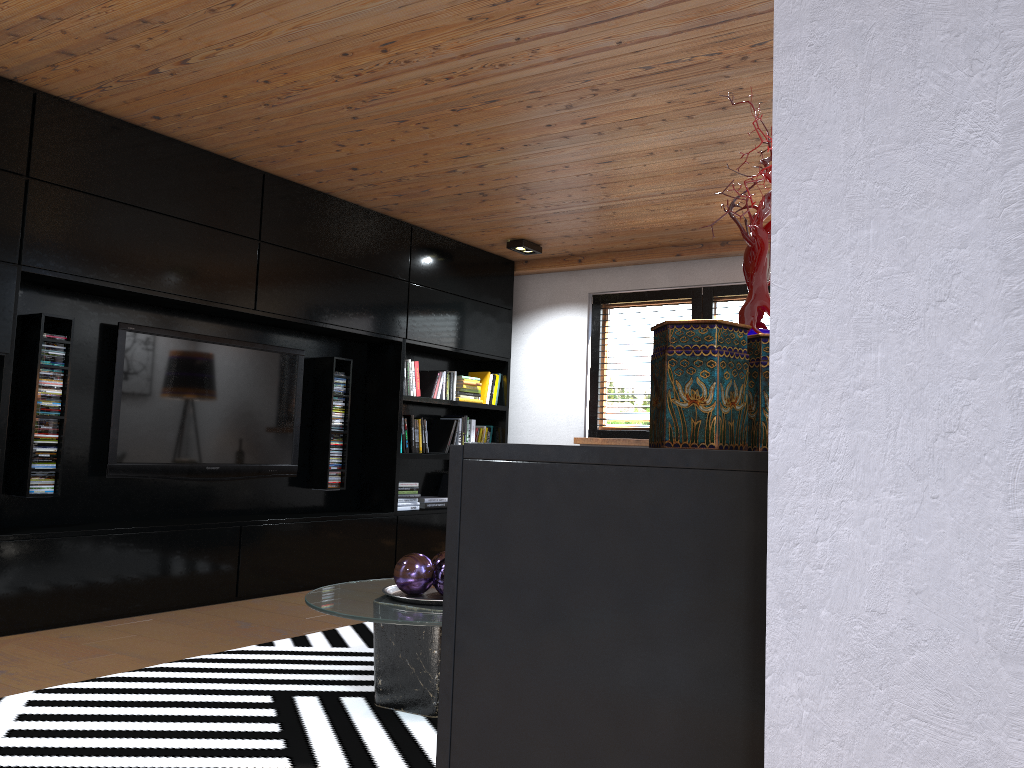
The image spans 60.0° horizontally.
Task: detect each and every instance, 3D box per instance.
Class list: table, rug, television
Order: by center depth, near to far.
[{"bbox_3d":[-0.079,0.914,3.294,0.886,0.372,1.539,-1,-5,34],"label":"table"},{"bbox_3d":[-0.443,1.095,3.295,1.643,0.020,2.929,-1,-5,33],"label":"rug"},{"bbox_3d":[-1.680,0.141,5.000,0.050,0.814,1.265,-1,-6,34],"label":"television"}]

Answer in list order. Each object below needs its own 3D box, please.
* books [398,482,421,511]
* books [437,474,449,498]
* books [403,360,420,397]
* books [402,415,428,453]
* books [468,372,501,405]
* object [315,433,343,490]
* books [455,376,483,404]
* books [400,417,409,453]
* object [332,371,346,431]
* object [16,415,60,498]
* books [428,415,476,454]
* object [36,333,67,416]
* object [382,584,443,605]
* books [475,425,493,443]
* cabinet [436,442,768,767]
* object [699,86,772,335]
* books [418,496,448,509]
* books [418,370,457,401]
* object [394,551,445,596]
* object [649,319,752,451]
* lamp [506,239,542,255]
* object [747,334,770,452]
[{"bbox_3d":[-0.815,0.781,6.194,0.256,0.188,0.306,-2,-6,40],"label":"books"},{"bbox_3d":[-0.433,0.805,6.806,0.205,0.256,0.247,-1,-6,32],"label":"books"},{"bbox_3d":[-0.789,-0.049,6.179,0.205,0.270,0.243,-1,-6,33],"label":"books"},{"bbox_3d":[-0.725,0.360,6.352,0.207,0.270,0.239,-1,-6,33],"label":"books"},{"bbox_3d":[-0.227,0.040,7.037,0.210,0.261,0.212,-1,-6,33],"label":"books"},{"bbox_3d":[-1.187,0.489,5.706,0.124,0.379,0.126,-1,-6,33],"label":"object"},{"bbox_3d":[-0.392,0.047,6.828,0.257,0.197,0.299,-1,-6,36],"label":"books"},{"bbox_3d":[-0.843,0.346,6.173,0.207,0.270,0.239,-1,-6,33],"label":"books"},{"bbox_3d":[-1.172,0.112,5.740,0.124,0.380,0.126,-1,-6,33],"label":"object"},{"bbox_3d":[-2.223,0.335,4.139,0.124,0.379,0.126,-1,-6,33],"label":"object"},{"bbox_3d":[-0.470,0.384,6.713,0.219,0.296,0.348,-1,-6,33],"label":"books"},{"bbox_3d":[-2.208,-0.043,4.173,0.124,0.380,0.126,-1,-6,33],"label":"object"},{"bbox_3d":[-0.247,0.721,3.048,0.399,0.022,0.390,5,-5,-38],"label":"object"},{"bbox_3d":[-0.302,0.442,6.990,0.187,0.238,0.292,-1,-5,32],"label":"books"},{"bbox_3d":[0.340,0.331,1.207,0.354,0.469,0.964,-1,-5,33],"label":"cabinet"},{"bbox_3d":[0.356,-0.157,1.206,0.150,0.505,0.328,-1,-6,33],"label":"object"},{"bbox_3d":[-0.626,0.867,6.493,0.207,0.073,0.268,-1,-5,37],"label":"books"},{"bbox_3d":[-0.578,0.010,6.606,0.180,0.233,0.287,-1,-6,36],"label":"books"},{"bbox_3d":[-0.247,0.656,3.070,0.282,0.143,0.265,1,-5,17],"label":"object"},{"bbox_3d":[0.198,0.004,0.941,0.107,0.135,0.097,0,-5,23],"label":"object"},{"bbox_3d":[0.092,-1.012,6.519,0.153,0.068,0.264,-1,-5,33],"label":"lamp"},{"bbox_3d":[0.305,0.014,1.022,0.097,0.135,0.107,4,-5,-25],"label":"object"}]
